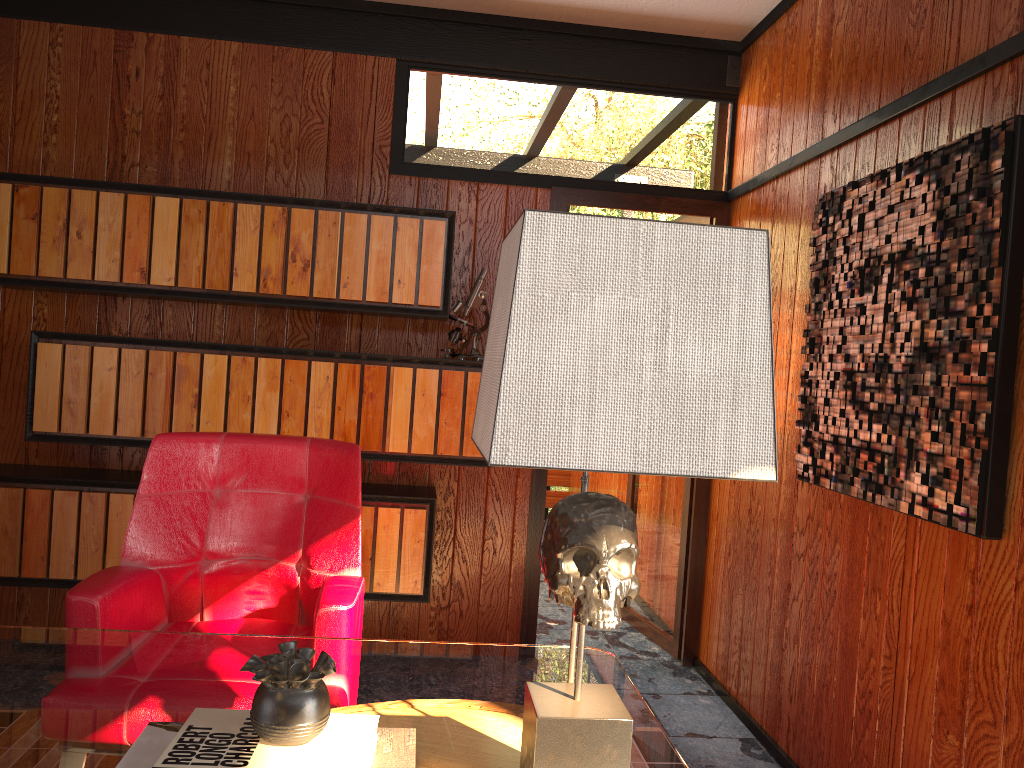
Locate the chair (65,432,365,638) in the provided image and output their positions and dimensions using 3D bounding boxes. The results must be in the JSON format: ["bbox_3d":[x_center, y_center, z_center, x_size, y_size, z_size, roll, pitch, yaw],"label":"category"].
[{"bbox_3d":[-0.687,0.628,2.203,0.621,0.956,0.839,4,1,-6],"label":"chair"}]

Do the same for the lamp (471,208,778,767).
[{"bbox_3d":[0.109,0.182,1.103,0.316,0.732,0.316,4,1,-6],"label":"lamp"}]

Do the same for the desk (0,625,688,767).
[{"bbox_3d":[-0.705,0.808,1.156,1.900,0.632,1.150,4,1,-6],"label":"desk"}]

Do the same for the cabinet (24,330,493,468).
[{"bbox_3d":[-0.893,0.057,3.334,1.653,0.390,0.321,4,1,-6],"label":"cabinet"}]

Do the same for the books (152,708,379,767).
[{"bbox_3d":[-0.301,0.466,1.118,0.249,0.029,0.198,4,1,-4],"label":"books"}]

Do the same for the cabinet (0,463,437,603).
[{"bbox_3d":[-1.126,0.556,3.325,1.653,0.390,0.321,4,1,-6],"label":"cabinet"}]

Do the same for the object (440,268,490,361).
[{"bbox_3d":[-0.170,-0.267,3.358,0.181,0.354,0.142,5,1,30],"label":"object"}]

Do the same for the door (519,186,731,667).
[{"bbox_3d":[0.427,0.194,3.994,0.751,1.955,0.734,4,1,-6],"label":"door"}]

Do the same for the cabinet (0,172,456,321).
[{"bbox_3d":[-1.053,-0.496,3.302,1.653,0.390,0.321,4,1,-6],"label":"cabinet"}]

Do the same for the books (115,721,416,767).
[{"bbox_3d":[-0.305,0.501,1.101,0.366,0.040,0.286,4,1,-6],"label":"books"}]

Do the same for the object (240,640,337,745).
[{"bbox_3d":[-0.288,0.395,1.131,0.121,0.114,0.118,4,1,-12],"label":"object"}]

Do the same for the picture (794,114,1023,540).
[{"bbox_3d":[0.962,-0.127,2.267,0.061,0.873,0.916,4,1,-6],"label":"picture"}]
